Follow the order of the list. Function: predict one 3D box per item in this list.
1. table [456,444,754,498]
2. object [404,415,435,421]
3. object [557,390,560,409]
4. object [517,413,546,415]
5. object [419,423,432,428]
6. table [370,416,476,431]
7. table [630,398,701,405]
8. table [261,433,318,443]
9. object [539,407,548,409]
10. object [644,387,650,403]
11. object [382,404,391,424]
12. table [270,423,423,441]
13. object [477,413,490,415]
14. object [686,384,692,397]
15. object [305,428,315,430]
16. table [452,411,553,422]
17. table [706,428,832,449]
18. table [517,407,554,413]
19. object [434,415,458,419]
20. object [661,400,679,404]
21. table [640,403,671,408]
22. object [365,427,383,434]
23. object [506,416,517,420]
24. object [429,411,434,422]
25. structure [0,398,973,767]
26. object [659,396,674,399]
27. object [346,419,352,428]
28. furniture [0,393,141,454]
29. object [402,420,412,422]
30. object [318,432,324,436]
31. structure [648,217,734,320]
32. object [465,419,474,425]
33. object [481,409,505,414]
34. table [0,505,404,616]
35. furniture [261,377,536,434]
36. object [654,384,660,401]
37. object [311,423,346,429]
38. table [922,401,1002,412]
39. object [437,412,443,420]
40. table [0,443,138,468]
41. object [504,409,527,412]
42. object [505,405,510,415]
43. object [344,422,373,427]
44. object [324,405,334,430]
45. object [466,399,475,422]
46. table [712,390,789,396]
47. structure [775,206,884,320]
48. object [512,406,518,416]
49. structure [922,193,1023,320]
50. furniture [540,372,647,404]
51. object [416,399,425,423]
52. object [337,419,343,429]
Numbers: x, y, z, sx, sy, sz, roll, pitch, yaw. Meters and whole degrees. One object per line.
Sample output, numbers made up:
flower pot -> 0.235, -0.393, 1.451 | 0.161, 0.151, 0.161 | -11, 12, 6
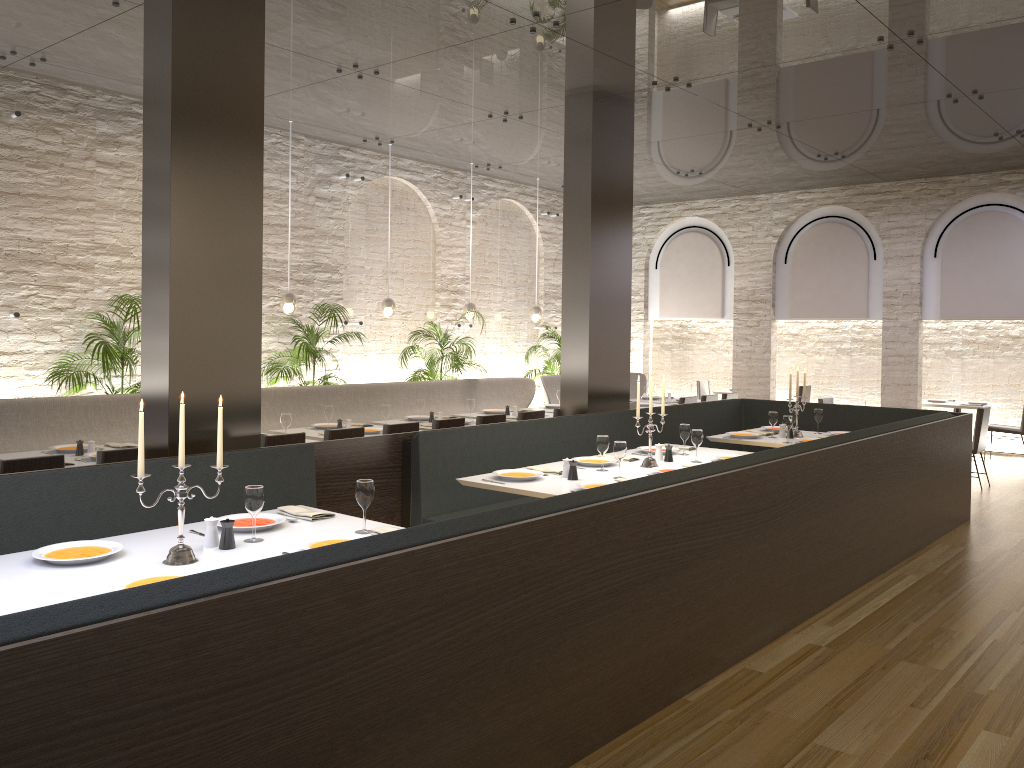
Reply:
table -> 0.884, 0.943, 6.044 | 1.101, 0.759, 2.539 | 3, 4, 40
object -> -0.946, 0.352, 9.054 | 0.322, 0.036, 0.322 | 2, 3, 18
object -> 0.574, 0.192, 10.537 | 0.086, 0.231, 0.086 | 0, 1, -20
object -> 0.216, 0.338, 9.606 | 0.322, 0.036, 0.322 | 2, 3, 18
object -> -0.766, 0.397, 8.433 | 0.273, 0.033, 0.143 | 3, 4, 40
table -> -0.742, 0.760, 8.886 | 0.937, 0.759, 1.011 | 3, 3, 40
table -> 2.165, 0.607, 12.364 | 0.937, 0.759, 1.011 | 3, 3, 40
table -> -2.233, 0.839, 7.101 | 0.937, 0.759, 1.011 | 3, 3, 40
object -> 0.401, 0.291, 10.673 | 0.185, 0.010, 0.017 | 4, 4, 40
object -> 1.764, 0.152, 11.563 | 0.086, 0.231, 0.086 | 0, 1, -20
object -> -1.147, 0.305, 8.080 | 0.086, 0.231, 0.086 | 0, 2, -44
table -> -1.487, 0.799, 7.994 | 0.937, 0.759, 1.011 | 3, 3, 40
object -> -0.316, 0.329, 9.814 | 0.185, 0.010, 0.017 | 4, 4, 40
object -> 2.487, 0.113, 12.428 | 0.086, 0.231, 0.086 | 0, 1, -20
object -> -1.812, 0.408, 8.024 | 0.185, 0.010, 0.017 | 4, 4, 40
table -> 0.009, 0.720, 9.784 | 0.937, 0.759, 1.011 | 3, 3, 40
table -> 2.523, 0.857, 8.006 | 1.101, 0.759, 1.188 | 3, 3, 40
table -> 0.726, 0.683, 10.642 | 0.937, 0.759, 1.011 | 3, 3, 40
object -> -0.713, 0.349, 9.305 | 0.273, 0.033, 0.143 | 3, 4, 40
object -> 2.140, 0.244, 11.911 | 0.273, 0.033, 0.143 | 3, 4, 40
table -> 1.433, 0.645, 11.489 | 0.937, 0.759, 1.011 | 3, 3, 40
object -> -1.279, 0.417, 7.817 | 0.322, 0.036, 0.322 | 2, 3, 22
object -> -0.015, 0.357, 9.331 | 0.273, 0.033, 0.143 | 3, 4, 40
object -> -0.801, 0.327, 8.845 | 0.059, 0.109, 0.059 | 2, 2, 31
structure -> -0.109, 0.877, 4.821 | 2.374, 1.000, 10.751 | 3, 4, 40
object -> 2.194, 0.195, 12.783 | 0.273, 0.033, 0.143 | 3, 4, 40
object -> -1.463, 0.368, 7.943 | 0.059, 0.109, 0.059 | 2, 2, 31
furniture -> -4.026, 0.699, 6.128 | 0.709, 1.096, 4.477 | 2, 3, 40
object -> -1.067, 0.369, 8.916 | 0.185, 0.010, 0.017 | 4, 4, 40
object -> -1.511, 0.436, 7.541 | 0.273, 0.033, 0.143 | 3, 4, 40
structure -> 2.945, -1.890, 14.526 | 1.635, 1.674, 0.098 | 2, 2, 40
object -> -0.535, 0.378, 8.707 | 0.322, 0.036, 0.322 | 2, 3, 18
object -> -0.195, 0.313, 9.952 | 0.322, 0.036, 0.322 | 2, 3, 18
table -> -1.479, 1.068, 3.216 | 1.101, 0.759, 2.539 | 3, 4, 40
furniture -> -1.051, 0.542, 9.689 | 0.709, 1.096, 4.477 | 2, 3, 40
object -> 2.001, 0.117, 12.244 | 0.086, 0.231, 0.086 | 0, 1, -20
object -> -1.690, 0.391, 8.163 | 0.322, 0.036, 0.322 | 2, 3, 22
table -> 6.333, 0.653, 12.622 | 0.937, 0.759, 1.011 | 3, 3, 40
object -> -0.718, 0.329, 8.835 | 0.059, 0.109, 0.059 | 2, 2, 31
table -> -2.960, 0.877, 6.232 | 0.937, 0.759, 1.011 | 3, 3, 40
object -> 0.038, 0.309, 10.203 | 0.273, 0.033, 0.143 | 3, 4, 40
object -> -0.050, 0.287, 9.743 | 0.059, 0.109, 0.059 | 2, 2, 31
object -> -1.458, 0.388, 8.413 | 0.273, 0.033, 0.143 | 3, 4, 40
object -> -1.633, 0.308, 7.895 | 0.086, 0.231, 0.086 | 1, 1, -2
object -> -0.419, 0.267, 8.951 | 0.086, 0.231, 0.086 | 1, 1, -8
table -> 3.954, 0.507, 14.610 | 0.937, 0.759, 1.011 | 3, 3, 40
structure -> 4.680, -1.784, 13.077 | 1.635, 1.674, 0.098 | 2, 2, 40
object -> 0.033, 0.289, 9.733 | 0.059, 0.109, 0.059 | 2, 2, 31
structure -> 6.306, -1.684, 11.718 | 1.635, 1.674, 0.098 | 2, 2, 40
furniture -> 1.308, 0.418, 12.510 | 0.708, 1.096, 2.585 | 2, 3, 40
object -> -0.905, 0.270, 8.767 | 0.086, 0.231, 0.086 | 1, 1, -8
object -> -1.546, 0.366, 7.953 | 0.059, 0.109, 0.059 | 2, 2, 31
